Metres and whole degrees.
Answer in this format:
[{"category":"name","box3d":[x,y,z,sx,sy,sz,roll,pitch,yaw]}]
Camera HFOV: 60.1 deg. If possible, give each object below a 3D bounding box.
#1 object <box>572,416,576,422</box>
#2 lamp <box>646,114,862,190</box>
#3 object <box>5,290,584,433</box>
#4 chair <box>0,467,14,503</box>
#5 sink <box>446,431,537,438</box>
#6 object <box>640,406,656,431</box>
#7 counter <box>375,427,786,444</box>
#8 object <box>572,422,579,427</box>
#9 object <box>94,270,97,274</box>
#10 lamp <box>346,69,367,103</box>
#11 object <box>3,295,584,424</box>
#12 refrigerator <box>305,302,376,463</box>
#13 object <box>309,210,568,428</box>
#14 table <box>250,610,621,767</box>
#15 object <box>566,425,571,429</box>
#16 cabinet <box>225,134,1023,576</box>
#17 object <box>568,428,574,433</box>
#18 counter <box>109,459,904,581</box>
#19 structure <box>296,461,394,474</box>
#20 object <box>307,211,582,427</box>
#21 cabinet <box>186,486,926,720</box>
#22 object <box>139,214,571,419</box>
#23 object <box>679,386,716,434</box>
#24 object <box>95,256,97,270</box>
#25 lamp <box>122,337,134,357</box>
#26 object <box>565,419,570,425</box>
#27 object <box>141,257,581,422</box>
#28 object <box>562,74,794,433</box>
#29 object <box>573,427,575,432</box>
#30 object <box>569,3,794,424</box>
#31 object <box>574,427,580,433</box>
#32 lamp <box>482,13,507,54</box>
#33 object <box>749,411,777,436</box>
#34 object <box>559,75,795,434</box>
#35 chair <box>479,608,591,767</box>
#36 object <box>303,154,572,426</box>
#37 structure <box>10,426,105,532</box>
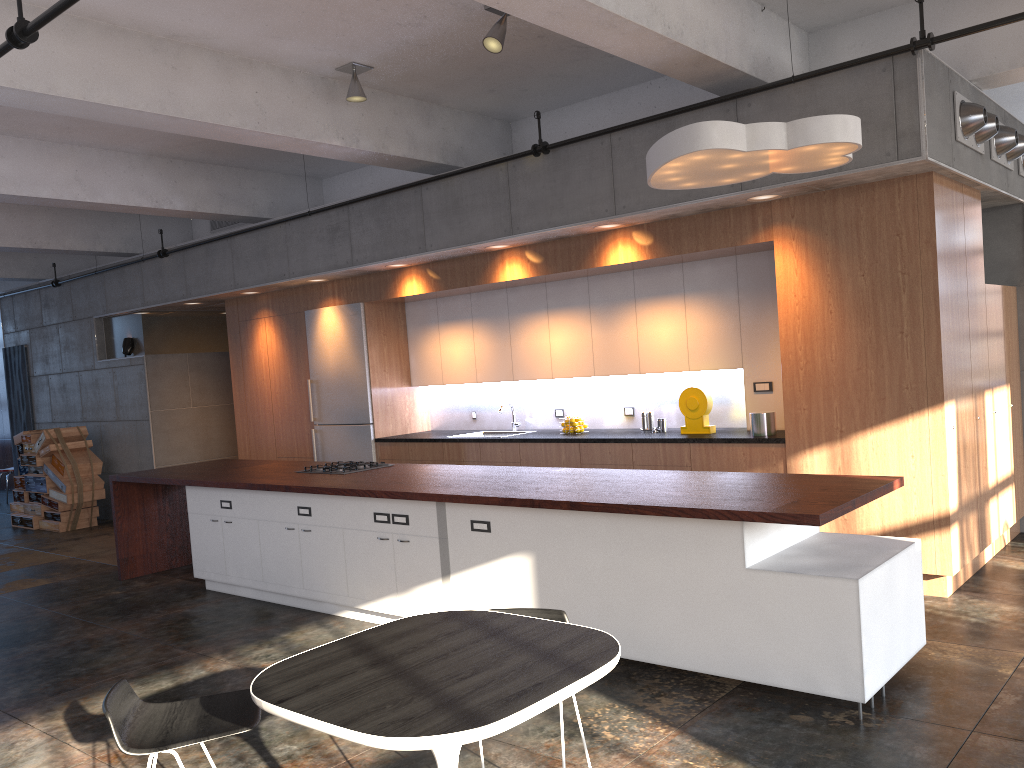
[{"category":"object","box3d":[-3.525,-0.511,10.638,9.717,2.167,0.060,-3,3,34]},{"category":"lamp","box3d":[1.267,-1.213,4.711,1.082,0.130,1.004,-4,1,-3]},{"category":"object","box3d":[0.615,0.411,7.996,0.073,0.063,0.064,-4,2,6]},{"category":"chair","box3d":[-8.357,1.492,15.055,0.419,0.989,0.668,-2,3,40]},{"category":"sink","box3d":[-0.193,0.576,8.510,0.714,0.192,0.533,-3,2,40]},{"category":"object","box3d":[1.187,0.298,7.717,0.141,0.210,0.061,-2,3,40]},{"category":"counter","box3d":[0.795,0.438,8.296,4.369,0.039,1.639,-3,2,40]},{"category":"object","box3d":[-2.858,-0.580,12.560,0.063,2.212,11.578,-6,2,-35]},{"category":"object","box3d":[0.588,0.374,8.044,0.063,0.053,0.051,-4,2,-7]},{"category":"lamp","box3d":[-1.159,-2.213,6.548,0.157,0.216,0.154,-5,2,-12]},{"category":"object","box3d":[0.627,0.336,8.023,0.053,0.052,0.061,-4,2,-1]},{"category":"refrigerator","box3d":[-1.771,0.277,9.411,0.937,2.193,0.224,-2,3,37]},{"category":"object","box3d":[-0.728,-0.640,8.249,2.388,2.231,0.054,-4,3,15]},{"category":"table","box3d":[-0.155,1.200,2.344,0.812,0.952,0.844,-2,3,40]},{"category":"object","box3d":[0.501,0.398,8.039,0.061,0.053,0.052,-3,2,22]},{"category":"cabinet","box3d":[0.457,0.027,9.040,7.940,2.565,2.426,-3,2,40]},{"category":"object","box3d":[0.531,0.418,7.961,0.052,0.053,0.062,-3,2,28]},{"category":"counter","box3d":[-0.749,1.144,6.388,6.519,0.972,1.164,-3,2,40]},{"category":"structure","box3d":[-1.345,0.679,7.118,0.627,0.072,0.522,-3,2,40]},{"category":"object","box3d":[0.603,0.361,7.977,0.053,0.053,0.061,-6,3,-43]},{"category":"cabinet","box3d":[-0.296,1.150,5.996,5.532,0.931,0.940,-3,2,40]},{"category":"object","box3d":[0.524,0.318,8.070,0.059,0.060,0.050,-5,2,-15]},{"category":"object","box3d":[1.480,0.211,7.112,0.269,0.381,0.101,-2,3,40]},{"category":"object","box3d":[0.592,0.326,8.068,0.063,0.053,0.051,-4,2,-2]},{"category":"lamp","box3d":[-4.910,-0.468,11.362,0.169,0.259,0.214,-3,2,22]},{"category":"object","box3d":[-2.418,-0.552,9.668,6.744,2.171,0.054,-3,3,32]},{"category":"object","box3d":[0.592,0.317,7.955,0.052,0.051,0.064,-3,2,33]},{"category":"object","box3d":[1.109,-0.728,6.730,0.058,2.312,2.863,-6,2,-30]},{"category":"object","box3d":[-1.693,-0.880,9.848,5.832,2.871,0.059,-3,3,41]},{"category":"object","box3d":[0.541,0.325,7.938,0.058,0.060,0.052,-5,2,-27]},{"category":"object","box3d":[0.584,0.409,7.942,0.052,0.057,0.059,-5,2,-13]},{"category":"lamp","box3d":[-0.105,-2.209,5.532,0.130,0.287,0.225,-3,2,24]},{"category":"object","box3d":[1.875,0.295,6.613,0.191,0.170,0.190,-4,2,-1]},{"category":"object","box3d":[-3.089,1.023,13.225,0.968,1.216,12.916,-6,2,-39]},{"category":"chair","box3d":[0.021,1.261,3.035,0.458,0.896,0.510,-3,2,17]},{"category":"object","box3d":[0.546,0.361,7.976,0.051,0.053,0.063,-5,2,-12]},{"category":"structure","box3d":[-6.100,1.231,11.722,1.874,1.316,0.650,-3,3,40]}]
